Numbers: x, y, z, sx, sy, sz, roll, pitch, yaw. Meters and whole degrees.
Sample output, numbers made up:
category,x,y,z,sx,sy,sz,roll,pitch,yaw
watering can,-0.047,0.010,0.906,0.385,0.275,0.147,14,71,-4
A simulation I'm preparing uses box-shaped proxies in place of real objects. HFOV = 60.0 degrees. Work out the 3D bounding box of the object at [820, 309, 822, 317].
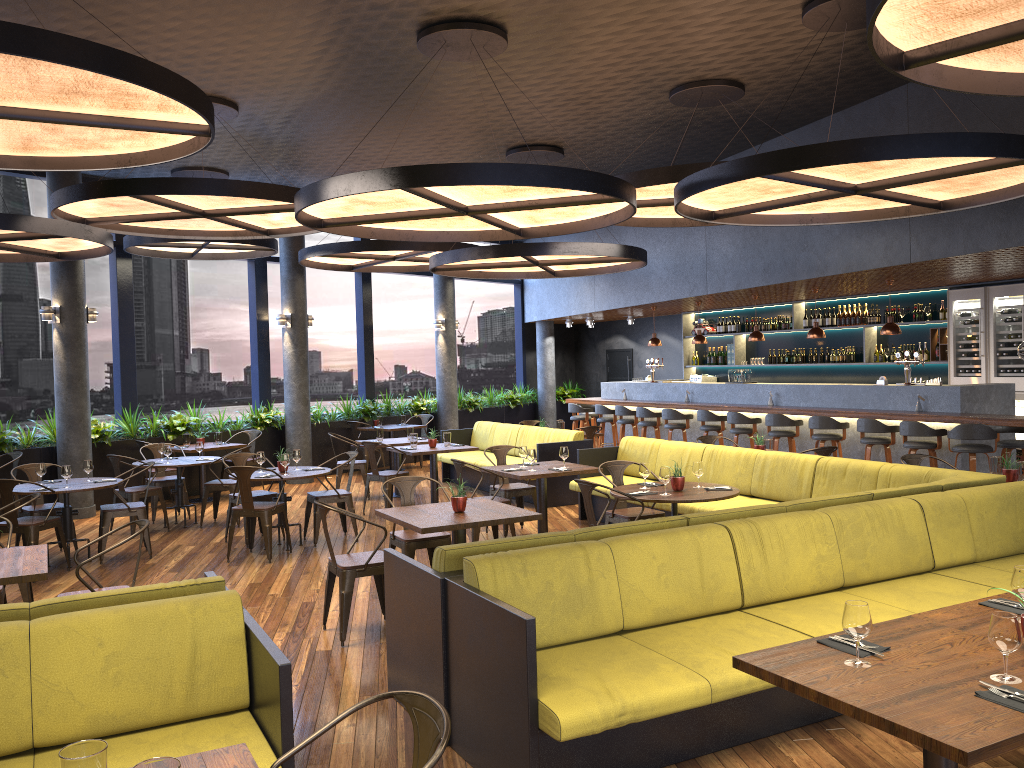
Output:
category,x,y,z,sx,sy,sz,roll,pitch,yaw
object,5.040,-1.069,14.492,0.085,0.310,0.086,-1,1,13

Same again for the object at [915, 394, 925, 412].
category,x,y,z,sx,sy,sz,roll,pitch,yaw
object,4.789,0.222,10.423,0.114,0.203,0.069,-1,1,7

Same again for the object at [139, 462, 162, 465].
category,x,y,z,sx,sy,sz,roll,pitch,yaw
object,-4.113,0.905,10.146,0.157,0.019,0.255,0,2,39

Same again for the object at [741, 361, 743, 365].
category,x,y,z,sx,sy,sz,roll,pitch,yaw
object,4.166,-0.378,16.059,0.042,0.059,0.042,-1,1,24

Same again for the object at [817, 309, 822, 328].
category,x,y,z,sx,sy,sz,roll,pitch,yaw
object,4.986,-1.066,14.386,0.085,0.310,0.086,-2,1,0

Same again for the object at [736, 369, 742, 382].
category,x,y,z,sx,sy,sz,roll,pitch,yaw
object,3.456,-0.116,13.486,0.105,0.209,0.105,-1,1,7

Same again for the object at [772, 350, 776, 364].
category,x,y,z,sx,sy,sz,roll,pitch,yaw
object,4.529,-0.467,15.313,0.063,0.254,0.063,-3,2,-40

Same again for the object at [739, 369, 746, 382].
category,x,y,z,sx,sy,sz,roll,pitch,yaw
object,3.469,-0.113,13.349,0.105,0.209,0.105,-1,1,7

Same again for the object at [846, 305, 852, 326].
category,x,y,z,sx,sy,sz,roll,pitch,yaw
object,5.262,-1.071,13.840,0.084,0.330,0.084,-2,1,-21

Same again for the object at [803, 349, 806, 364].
category,x,y,z,sx,sy,sz,roll,pitch,yaw
object,4.889,-0.466,14.843,0.063,0.254,0.063,-1,2,35

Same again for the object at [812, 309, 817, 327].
category,x,y,z,sx,sy,sz,roll,pitch,yaw
object,4.945,-1.066,14.469,0.085,0.310,0.086,-1,1,6

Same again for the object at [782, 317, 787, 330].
category,x,y,z,sx,sy,sz,roll,pitch,yaw
object,4.617,-1.024,15.031,0.068,0.217,0.068,-3,2,-43

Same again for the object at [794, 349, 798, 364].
category,x,y,z,sx,sy,sz,roll,pitch,yaw
object,4.769,-0.464,14.910,0.063,0.254,0.063,-2,1,-10

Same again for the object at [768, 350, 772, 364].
category,x,y,z,sx,sy,sz,roll,pitch,yaw
object,4.483,-0.468,15.402,0.063,0.254,0.063,-1,2,35

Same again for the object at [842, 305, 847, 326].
category,x,y,z,sx,sy,sz,roll,pitch,yaw
object,5.219,-1.072,13.923,0.084,0.330,0.084,-2,1,-21

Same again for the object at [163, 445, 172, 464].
category,x,y,z,sx,sy,sz,roll,pitch,yaw
object,-3.942,0.806,10.149,0.097,0.206,0.097,-1,2,31

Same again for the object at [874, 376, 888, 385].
category,x,y,z,sx,sy,sz,roll,pitch,yaw
object,4.477,-0.045,11.441,0.200,0.106,0.766,-2,1,-28

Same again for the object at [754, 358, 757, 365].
category,x,y,z,sx,sy,sz,roll,pitch,yaw
object,4.337,-0.406,15.770,0.084,0.119,0.084,-1,1,17

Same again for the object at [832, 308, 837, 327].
category,x,y,z,sx,sy,sz,roll,pitch,yaw
object,5.173,-1.067,14.238,0.085,0.310,0.086,-1,1,13

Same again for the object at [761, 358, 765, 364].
category,x,y,z,sx,sy,sz,roll,pitch,yaw
object,4.418,-0.405,15.616,0.084,0.119,0.084,-1,1,17

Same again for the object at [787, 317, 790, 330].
category,x,y,z,sx,sy,sz,roll,pitch,yaw
object,4.703,-1.027,15.068,0.068,0.217,0.068,-2,1,-23

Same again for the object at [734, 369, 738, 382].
category,x,y,z,sx,sy,sz,roll,pitch,yaw
object,3.459,-0.119,13.610,0.105,0.209,0.105,-1,1,7

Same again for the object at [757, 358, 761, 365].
category,x,y,z,sx,sy,sz,roll,pitch,yaw
object,4.377,-0.405,15.694,0.084,0.119,0.084,-1,1,17

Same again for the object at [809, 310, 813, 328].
category,x,y,z,sx,sy,sz,roll,pitch,yaw
object,4.948,-1.071,14.659,0.085,0.310,0.086,-2,1,-13

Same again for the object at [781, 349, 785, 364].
category,x,y,z,sx,sy,sz,roll,pitch,yaw
object,4.644,-0.468,15.218,0.063,0.254,0.063,-2,1,0

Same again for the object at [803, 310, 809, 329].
category,x,y,z,sx,sy,sz,roll,pitch,yaw
object,4.851,-1.068,14.641,0.085,0.310,0.086,-2,1,0

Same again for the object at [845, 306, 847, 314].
category,x,y,z,sx,sy,sz,roll,pitch,yaw
object,5.270,-1.075,14.018,0.084,0.330,0.084,-2,1,-21

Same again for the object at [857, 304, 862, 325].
category,x,y,z,sx,sy,sz,roll,pitch,yaw
object,5.352,-1.069,13.663,0.084,0.330,0.084,-2,1,-21

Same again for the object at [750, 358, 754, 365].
category,x,y,z,sx,sy,sz,roll,pitch,yaw
object,4.298,-0.407,15.845,0.084,0.119,0.084,-1,1,17

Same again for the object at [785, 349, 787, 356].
category,x,y,z,sx,sy,sz,roll,pitch,yaw
object,4.721,-0.471,15.263,0.063,0.254,0.063,-1,2,35

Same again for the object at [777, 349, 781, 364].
category,x,y,z,sx,sy,sz,roll,pitch,yaw
object,4.622,-0.470,15.348,0.063,0.254,0.063,-1,1,20

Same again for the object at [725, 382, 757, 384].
category,x,y,z,sx,sy,sz,roll,pitch,yaw
object,3.485,-0.022,13.497,0.273,0.019,0.437,-2,1,-28

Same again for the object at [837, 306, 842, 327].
category,x,y,z,sx,sy,sz,roll,pitch,yaw
object,5.174,-1.072,14.005,0.084,0.330,0.084,-2,1,-21

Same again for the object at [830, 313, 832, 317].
category,x,y,z,sx,sy,sz,roll,pitch,yaw
object,5.131,-1.068,14.323,0.085,0.310,0.086,-2,1,0

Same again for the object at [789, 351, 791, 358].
category,x,y,z,sx,sy,sz,roll,pitch,yaw
object,4.732,-0.454,15.168,0.088,0.224,0.088,-1,1,27

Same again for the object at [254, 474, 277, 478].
category,x,y,z,sx,sy,sz,roll,pitch,yaw
object,-2.384,0.893,8.649,0.157,0.019,0.255,-1,1,15

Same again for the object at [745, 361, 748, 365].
category,x,y,z,sx,sy,sz,roll,pitch,yaw
object,4.221,-0.377,15.955,0.042,0.059,0.042,-1,1,24

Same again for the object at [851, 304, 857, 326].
category,x,y,z,sx,sy,sz,roll,pitch,yaw
object,5.305,-1.070,13.747,0.084,0.330,0.084,-2,1,-21

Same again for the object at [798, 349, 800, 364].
category,x,y,z,sx,sy,sz,roll,pitch,yaw
object,4.844,-0.467,14.941,0.063,0.254,0.063,-1,1,5

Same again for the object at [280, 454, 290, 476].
category,x,y,z,sx,sy,sz,roll,pitch,yaw
object,-2.230,0.793,8.723,0.097,0.206,0.097,-2,1,-21

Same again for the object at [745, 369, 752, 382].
category,x,y,z,sx,sy,sz,roll,pitch,yaw
object,3.568,-0.117,13.409,0.105,0.209,0.105,-1,1,7

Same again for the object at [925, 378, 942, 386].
category,x,y,z,sx,sy,sz,roll,pitch,yaw
object,4.969,-0.029,10.458,0.177,0.091,0.091,-1,2,37

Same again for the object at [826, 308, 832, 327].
category,x,y,z,sx,sy,sz,roll,pitch,yaw
object,5.078,-1.064,14.215,0.085,0.310,0.086,-1,1,6

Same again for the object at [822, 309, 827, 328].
category,x,y,z,sx,sy,sz,roll,pitch,yaw
object,5.083,-1.069,14.404,0.085,0.310,0.086,-2,1,-17

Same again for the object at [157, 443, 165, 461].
category,x,y,z,sx,sy,sz,roll,pitch,yaw
object,-4.151,0.804,10.510,0.097,0.206,0.097,-3,2,-41

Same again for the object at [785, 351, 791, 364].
category,x,y,z,sx,sy,sz,roll,pitch,yaw
object,4.684,-0.450,15.064,0.088,0.224,0.088,-2,1,-13

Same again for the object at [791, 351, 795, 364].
category,x,y,z,sx,sy,sz,roll,pitch,yaw
object,4.797,-0.454,15.092,0.088,0.224,0.088,-1,2,37

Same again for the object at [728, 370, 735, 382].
category,x,y,z,sx,sy,sz,roll,pitch,yaw
object,3.358,-0.115,13.570,0.105,0.209,0.105,-1,1,7

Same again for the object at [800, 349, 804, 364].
category,x,y,z,sx,sy,sz,roll,pitch,yaw
object,4.827,-0.463,14.785,0.063,0.254,0.063,-1,1,15

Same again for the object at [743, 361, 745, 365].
category,x,y,z,sx,sy,sz,roll,pitch,yaw
object,4.177,-0.376,15.958,0.042,0.059,0.042,-1,1,24

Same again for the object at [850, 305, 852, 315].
category,x,y,z,sx,sy,sz,roll,pitch,yaw
object,5.312,-1.074,13.932,0.084,0.330,0.084,-2,1,-21

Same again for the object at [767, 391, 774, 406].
category,x,y,z,sx,sy,sz,roll,pitch,yaw
object,3.667,0.203,12.553,0.069,0.203,0.114,-3,2,-38
